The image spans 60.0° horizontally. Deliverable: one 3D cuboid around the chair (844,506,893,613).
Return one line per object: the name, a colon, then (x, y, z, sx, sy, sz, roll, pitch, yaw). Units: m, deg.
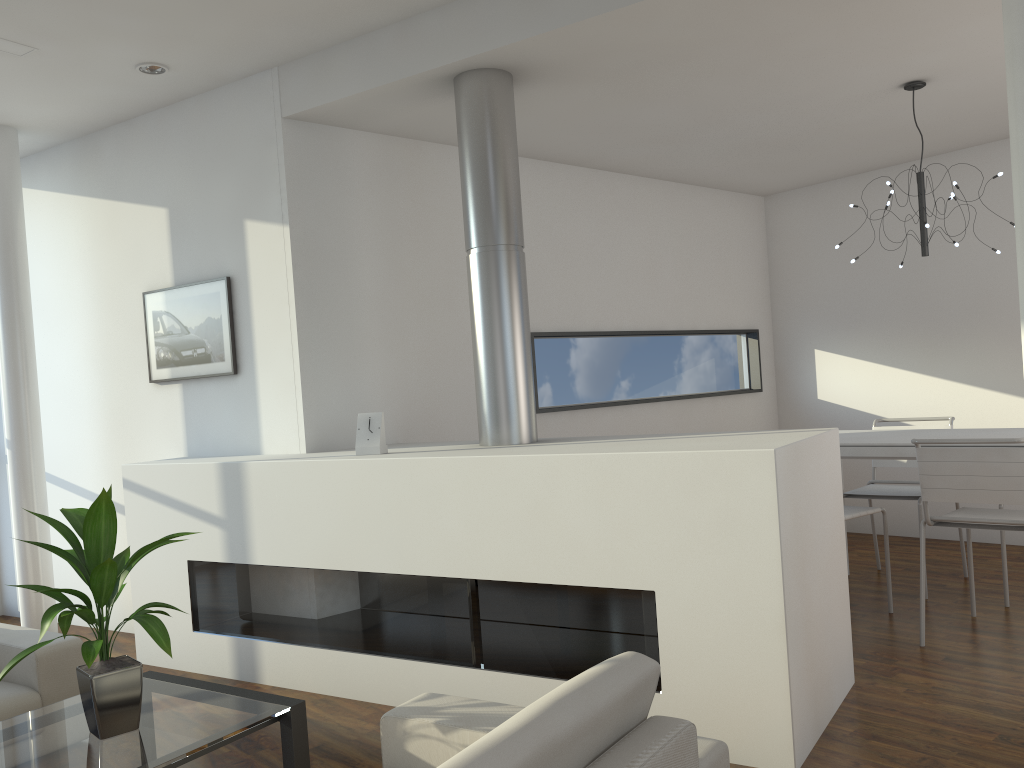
chair: (1.236, 0.599, 3.690, 0.554, 0.765, 0.428, -4, 1, -36)

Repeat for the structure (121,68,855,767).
structure: (-0.306, -0.011, 3.318, 2.752, 2.207, 0.749, -4, 1, 32)

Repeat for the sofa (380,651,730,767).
sofa: (-0.340, 0.789, 1.247, 0.803, 0.566, 1.609, -4, 0, 33)

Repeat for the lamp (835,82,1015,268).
lamp: (1.707, -0.887, 3.700, 0.618, 0.726, 0.590, -4, 1, -20)

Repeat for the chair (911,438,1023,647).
chair: (1.775, 0.558, 3.252, 0.428, 0.765, 0.554, -3, 1, 45)

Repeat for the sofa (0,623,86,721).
sofa: (-2.131, 0.923, 2.409, 0.803, 0.566, 1.609, -4, 0, 34)

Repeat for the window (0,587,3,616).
window: (-3.948, -1.448, 3.426, 0.090, 5.637, 3.411, -3, 1, 32)

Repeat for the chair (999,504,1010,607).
chair: (2.350, 0.520, 3.678, 0.554, 0.765, 0.428, -4, 1, -35)

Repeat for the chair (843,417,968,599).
chair: (1.840, 0.559, 4.198, 0.428, 0.765, 0.554, -3, 1, 43)

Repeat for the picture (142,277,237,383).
picture: (-1.431, -0.230, 3.918, 0.575, 0.415, 0.020, -4, 1, 32)

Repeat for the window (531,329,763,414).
window: (0.808, -0.099, 5.158, 2.022, 0.408, 0.165, -4, 1, -42)

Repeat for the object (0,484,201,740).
object: (-0.977, 0.541, 2.156, 0.458, 0.601, 0.431, -4, 1, 18)

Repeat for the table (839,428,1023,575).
table: (1.824, 0.571, 3.662, 0.699, 0.720, 1.401, -4, 0, -42)

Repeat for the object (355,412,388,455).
object: (-0.516, 0.181, 3.236, 0.100, 0.151, 0.061, -4, 1, 19)

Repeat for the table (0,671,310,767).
table: (-1.237, 1.001, 1.790, 0.662, 0.284, 1.607, -4, 0, 33)
